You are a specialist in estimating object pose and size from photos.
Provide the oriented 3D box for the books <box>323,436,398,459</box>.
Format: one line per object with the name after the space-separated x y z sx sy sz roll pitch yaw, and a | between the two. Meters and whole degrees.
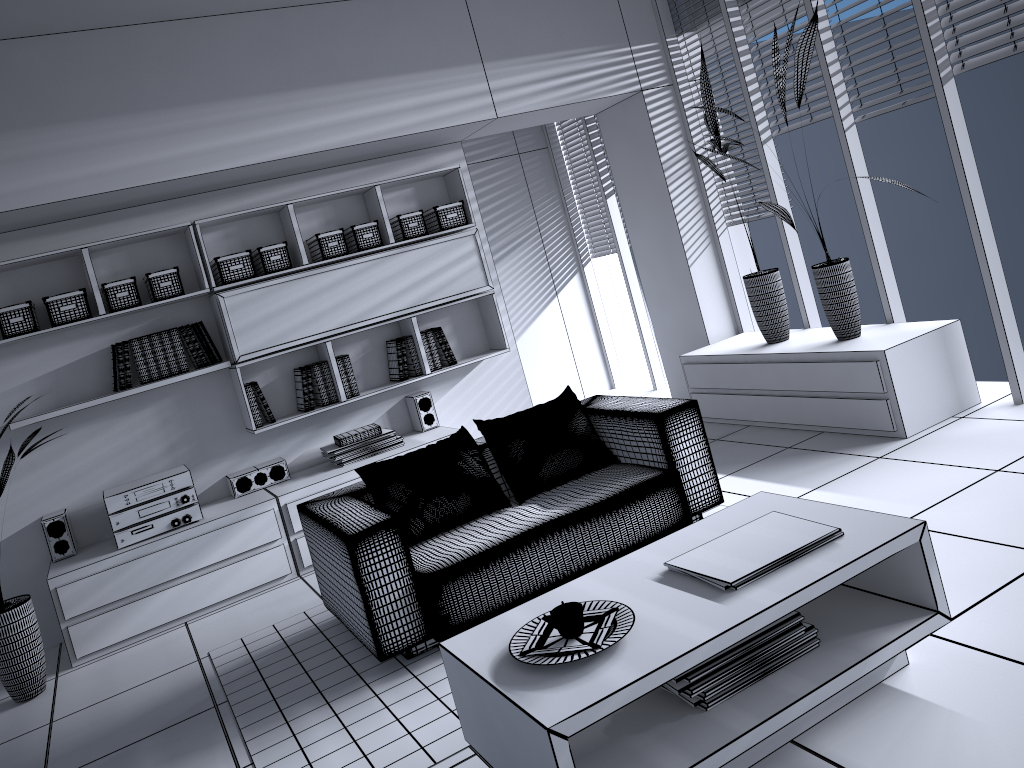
-0.909 0.369 5.293 0.420 0.008 0.284 -19 9 -24 | books

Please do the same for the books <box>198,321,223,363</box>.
-1.743 -0.241 5.069 0.073 0.257 0.206 -16 4 -25 | books

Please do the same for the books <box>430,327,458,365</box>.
-0.450 -0.243 5.690 0.076 0.258 0.206 -16 4 -24 | books

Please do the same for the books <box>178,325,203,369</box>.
-1.843 -0.209 5.035 0.076 0.258 0.206 -16 4 -24 | books

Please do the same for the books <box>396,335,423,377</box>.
-0.650 -0.176 5.583 0.051 0.257 0.206 -16 4 -24 | books

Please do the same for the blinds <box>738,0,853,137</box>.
1.608 -2.204 5.242 0.051 1.358 0.632 -16 3 -24 | blinds

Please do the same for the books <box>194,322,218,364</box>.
-1.774 -0.234 5.082 0.073 0.257 0.206 -16 4 -24 | books

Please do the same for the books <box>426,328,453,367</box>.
-0.478 -0.234 5.677 0.076 0.258 0.206 -16 4 -24 | books

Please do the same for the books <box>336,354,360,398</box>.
-1.014 -0.050 5.410 0.051 0.257 0.206 -16 4 -24 | books

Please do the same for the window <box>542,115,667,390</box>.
0.690 -1.435 7.537 0.101 3.112 0.683 -16 2 -24 | window

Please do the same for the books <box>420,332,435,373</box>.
-0.576 -0.200 5.625 0.051 0.257 0.206 -16 4 -24 | books

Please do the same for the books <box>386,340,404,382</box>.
-0.734 -0.146 5.537 0.076 0.258 0.206 -16 4 -25 | books

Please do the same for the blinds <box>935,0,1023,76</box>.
2.158 -2.190 4.082 0.039 1.369 0.632 -16 3 -24 | blinds

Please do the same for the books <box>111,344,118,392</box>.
-2.190 -0.087 4.855 0.073 0.257 0.206 -16 4 -25 | books

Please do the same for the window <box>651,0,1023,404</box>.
2.506 -1.372 3.633 0.101 3.103 5.479 -16 6 -24 | window

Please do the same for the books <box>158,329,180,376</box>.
-1.946 -0.174 4.988 0.051 0.257 0.206 -16 4 -24 | books

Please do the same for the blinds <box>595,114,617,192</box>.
0.824 -2.239 6.970 0.039 1.369 0.632 -16 3 -24 | blinds

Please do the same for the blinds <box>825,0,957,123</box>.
1.903 -2.118 4.664 0.058 1.349 0.632 -16 3 -24 | blinds

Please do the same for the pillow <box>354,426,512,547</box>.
-0.339 0.463 3.874 0.575 0.387 0.338 -18 5 -28 | pillow

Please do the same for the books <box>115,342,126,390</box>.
-2.165 -0.098 4.873 0.076 0.258 0.206 -16 4 -25 | books

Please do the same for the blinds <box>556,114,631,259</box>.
0.609 -2.029 7.555 0.039 1.893 0.632 -16 2 -24 | blinds

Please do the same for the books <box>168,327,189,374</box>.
-1.900 -0.189 5.008 0.051 0.257 0.206 -16 4 -24 | books

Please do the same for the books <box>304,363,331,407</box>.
-1.174 0.004 5.320 0.051 0.257 0.206 -16 4 -24 | books

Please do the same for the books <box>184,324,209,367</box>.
-1.816 -0.218 5.048 0.076 0.258 0.206 -16 4 -24 | books

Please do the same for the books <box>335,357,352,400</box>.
-1.056 -0.035 5.384 0.051 0.257 0.206 -16 4 -24 | books

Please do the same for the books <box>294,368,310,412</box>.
-1.258 0.034 5.274 0.076 0.258 0.206 -16 4 -25 | books

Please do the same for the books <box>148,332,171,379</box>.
-1.988 -0.158 4.959 0.051 0.257 0.206 -16 4 -24 | books

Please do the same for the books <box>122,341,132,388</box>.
-2.137 -0.108 4.887 0.076 0.258 0.206 -16 4 -25 | books

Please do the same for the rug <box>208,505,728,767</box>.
-0.024 0.891 3.657 2.260 0.001 1.791 -19 9 -25 | rug

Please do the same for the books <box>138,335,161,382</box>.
-2.035 -0.143 4.942 0.051 0.257 0.206 -16 4 -24 | books

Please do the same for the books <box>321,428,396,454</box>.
-0.915 0.342 5.290 0.420 0.008 0.284 -19 9 -24 | books

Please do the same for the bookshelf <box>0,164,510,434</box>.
-1.451 -0.397 5.212 2.853 1.246 0.325 -19 3 -25 | bookshelf

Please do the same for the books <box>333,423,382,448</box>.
-0.922 0.306 5.261 0.261 0.050 0.207 -18 8 -20 | books

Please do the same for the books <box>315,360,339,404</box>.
-1.129 -0.011 5.343 0.051 0.257 0.206 -16 4 -24 | books

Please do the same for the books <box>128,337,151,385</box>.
-2.080 -0.128 4.919 0.051 0.257 0.206 -16 4 -24 | books

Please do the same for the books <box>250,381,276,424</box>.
-1.470 0.107 5.179 0.076 0.258 0.206 -16 4 -24 | books

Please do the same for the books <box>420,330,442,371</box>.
-0.534 -0.215 5.651 0.051 0.257 0.206 -16 4 -24 | books

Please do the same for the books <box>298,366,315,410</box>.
-1.231 0.024 5.288 0.076 0.258 0.206 -16 4 -25 | books

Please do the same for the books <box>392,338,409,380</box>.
-0.707 -0.156 5.551 0.076 0.258 0.206 -16 4 -25 | books

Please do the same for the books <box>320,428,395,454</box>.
-0.936 0.337 5.288 0.420 0.008 0.284 -19 9 -24 | books

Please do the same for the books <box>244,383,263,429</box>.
-1.526 0.126 5.153 0.051 0.257 0.206 -16 4 -24 | books

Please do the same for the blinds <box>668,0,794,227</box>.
1.393 -1.994 5.827 0.058 1.873 0.632 -16 2 -24 | blinds

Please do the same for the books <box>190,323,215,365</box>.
-1.785 -0.226 5.058 0.073 0.257 0.206 -16 4 -24 | books

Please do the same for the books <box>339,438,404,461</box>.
-0.873 0.380 5.306 0.420 0.008 0.284 -19 9 -24 | books

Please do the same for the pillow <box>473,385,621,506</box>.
0.158 0.269 4.126 0.574 0.396 0.298 -18 5 -28 | pillow
